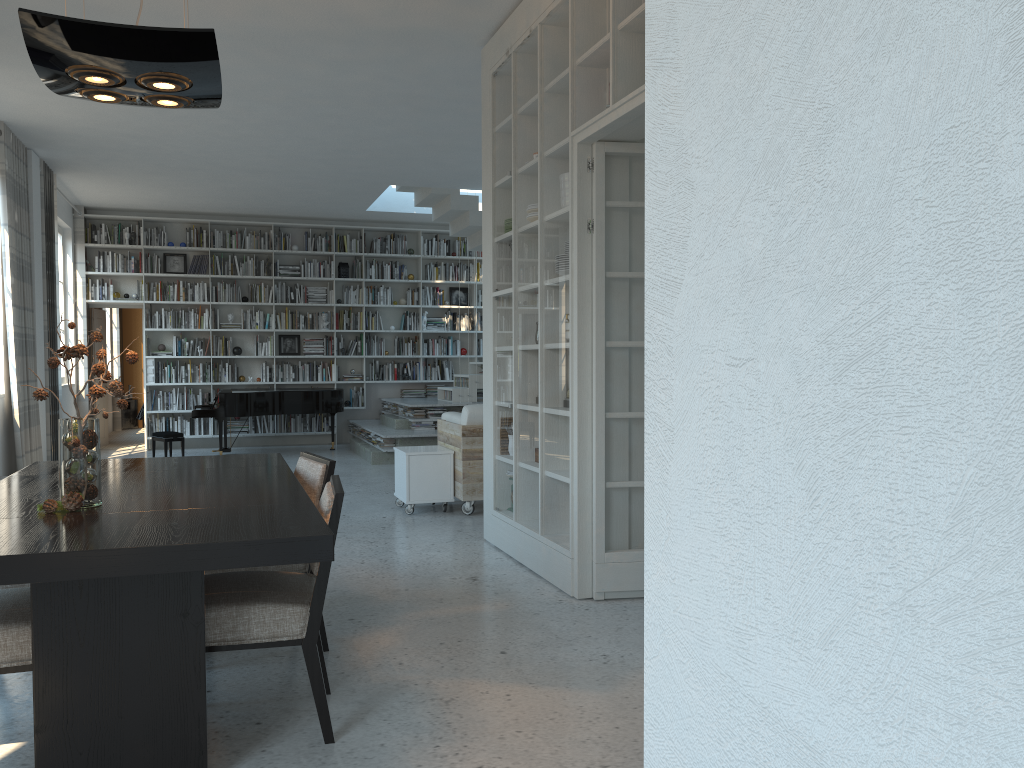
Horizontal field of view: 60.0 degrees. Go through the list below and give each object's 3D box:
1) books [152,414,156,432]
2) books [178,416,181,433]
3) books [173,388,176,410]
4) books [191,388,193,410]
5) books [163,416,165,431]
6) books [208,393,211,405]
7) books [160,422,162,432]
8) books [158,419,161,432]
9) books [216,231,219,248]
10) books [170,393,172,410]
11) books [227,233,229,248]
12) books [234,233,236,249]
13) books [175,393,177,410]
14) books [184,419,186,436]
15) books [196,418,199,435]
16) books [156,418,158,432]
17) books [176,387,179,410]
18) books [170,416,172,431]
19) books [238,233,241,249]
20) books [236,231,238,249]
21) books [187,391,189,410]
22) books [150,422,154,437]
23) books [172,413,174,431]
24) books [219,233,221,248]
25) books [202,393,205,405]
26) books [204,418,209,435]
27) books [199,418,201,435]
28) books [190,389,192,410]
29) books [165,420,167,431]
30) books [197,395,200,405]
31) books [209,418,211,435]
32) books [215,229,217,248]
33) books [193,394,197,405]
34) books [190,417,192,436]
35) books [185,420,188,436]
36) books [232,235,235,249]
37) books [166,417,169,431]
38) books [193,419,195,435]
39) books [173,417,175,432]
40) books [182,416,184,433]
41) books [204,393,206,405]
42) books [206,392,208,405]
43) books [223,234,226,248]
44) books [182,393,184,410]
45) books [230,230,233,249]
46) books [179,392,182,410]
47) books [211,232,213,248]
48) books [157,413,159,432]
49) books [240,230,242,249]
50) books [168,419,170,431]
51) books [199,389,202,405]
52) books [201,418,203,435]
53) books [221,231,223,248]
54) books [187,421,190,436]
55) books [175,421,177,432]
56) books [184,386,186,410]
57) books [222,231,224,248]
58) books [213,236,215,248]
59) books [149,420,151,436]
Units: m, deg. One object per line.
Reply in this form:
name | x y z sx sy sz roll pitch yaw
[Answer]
books | -4.885 0.563 12.111 0.044 0.294 0.181 -1 2 -18
books | -4.574 0.573 12.206 0.031 0.266 0.186 -1 2 -18
books | -4.639 0.207 12.188 0.027 0.300 0.142 -1 2 -18
books | -4.416 0.204 12.251 0.013 0.301 0.172 -1 2 -18
books | -4.763 0.575 12.143 0.023 0.266 0.177 -1 2 -18
books | -4.204 0.236 12.327 0.030 0.230 0.151 -1 2 -18
books | -4.801 0.615 12.146 0.022 0.186 0.145 -1 2 -18
books | -4.819 0.596 12.132 0.022 0.226 0.154 -1 2 -18
books | -4.076 -1.986 12.285 0.031 0.255 0.145 -1 2 -18
books | -4.674 0.243 12.166 0.028 0.229 0.157 -1 2 -18
books | -3.950 -1.978 12.351 0.025 0.235 0.129 -1 2 -18
books | -3.858 -1.979 12.358 0.013 0.234 0.154 -1 2 -18
books | -4.622 0.240 12.198 0.012 0.233 0.148 -1 2 -18
books | -4.512 0.596 12.227 0.021 0.218 0.190 -1 2 -18
books | -4.357 0.575 12.284 0.027 0.256 0.179 -1 2 -18
books | -4.854 0.586 12.129 0.024 0.246 0.143 -1 2 -18
books | -4.591 0.203 12.185 0.039 0.307 0.172 -1 2 -18
books | -4.681 0.579 12.186 0.027 0.257 0.160 -1 2 -18
books | -3.808 -1.980 12.383 0.029 0.236 0.130 -1 2 -18
books | -3.833 -1.987 12.359 0.013 0.251 0.183 -1 2 -18
books | -4.474 0.227 12.248 0.029 0.254 0.153 -1 2 -18
books | -4.908 0.615 12.089 0.029 0.190 0.176 -1 2 -18
books | -4.658 0.557 12.177 0.013 0.300 0.183 -1 2 -18
books | -4.049 -1.969 12.290 0.023 0.220 0.181 -1 2 -18
books | -4.284 0.238 12.317 0.030 0.227 0.140 -1 2 -18
books | -4.248 0.574 12.334 0.065 0.256 0.155 -1 2 -18
books | -4.332 0.570 12.316 0.040 0.264 0.137 -1 2 -18
books | -4.434 0.209 12.251 0.022 0.291 0.137 -1 2 -18
books | -4.747 0.605 12.166 0.022 0.205 0.158 -1 2 -18
books | -4.346 0.251 12.297 0.030 0.203 0.141 -1 2 -18
books | -4.205 0.563 12.350 0.027 0.276 0.143 -1 2 -18
books | -4.107 -1.998 12.295 0.021 0.279 0.140 -1 2 -18
books | -4.383 0.245 12.266 0.059 0.216 0.177 -1 2 -18
books | -4.432 0.583 12.245 0.023 0.244 0.188 -1 2 -18
books | -4.488 0.602 12.234 0.028 0.206 0.171 -1 2 -18
books | -3.880 -1.962 12.355 0.030 0.201 0.152 -1 2 -18
books | -4.727 0.581 12.176 0.022 0.252 0.139 -1 2 -18
books | -4.407 0.596 12.284 0.024 0.214 0.137 -1 2 -18
books | -4.647 0.583 12.204 0.022 0.246 0.134 -1 2 -18
books | -4.534 0.572 12.219 0.025 0.266 0.159 -1 2 -18
books | -4.245 0.239 12.285 0.023 0.228 0.190 -1 2 -18
books | -4.233 0.234 12.327 0.026 0.236 0.140 -1 2 -18
books | -3.986 -1.963 12.297 0.029 0.208 0.178 -1 2 -18
books | -4.536 0.243 12.223 0.028 0.225 0.134 -1 2 -18
books | -3.911 -1.995 12.354 0.028 0.268 0.151 -1 2 -18
books | -4.565 0.236 12.217 0.031 0.239 0.132 -1 2 -18
books | -4.146 -1.976 12.256 0.029 0.237 0.156 -1 2 -18
books | -4.837 0.550 12.130 0.011 0.319 0.157 -1 2 -18
books | -3.783 -2.000 12.374 0.013 0.276 0.164 -1 2 -18
books | -4.703 0.597 12.174 0.022 0.221 0.163 -1 2 -18
books | -4.318 0.209 12.296 0.025 0.288 0.130 -1 2 -18
books | -4.294 0.555 12.297 0.021 0.296 0.187 -1 2 -18
books | -4.028 -1.985 12.300 0.023 0.251 0.170 -1 2 -18
books | -4.458 0.611 12.237 0.031 0.188 0.190 -1 2 -18
books | -4.615 0.606 12.189 0.030 0.202 0.168 -1 2 -18
books | -4.497 0.193 12.211 0.014 0.325 0.170 -1 2 -18
books | -4.010 -1.984 12.301 0.012 0.250 0.174 -1 2 -18
books | -4.126 -1.950 12.280 0.024 0.183 0.133 -1 2 -18
books | -4.941 0.602 12.106 0.023 0.216 0.158 -1 2 -18
